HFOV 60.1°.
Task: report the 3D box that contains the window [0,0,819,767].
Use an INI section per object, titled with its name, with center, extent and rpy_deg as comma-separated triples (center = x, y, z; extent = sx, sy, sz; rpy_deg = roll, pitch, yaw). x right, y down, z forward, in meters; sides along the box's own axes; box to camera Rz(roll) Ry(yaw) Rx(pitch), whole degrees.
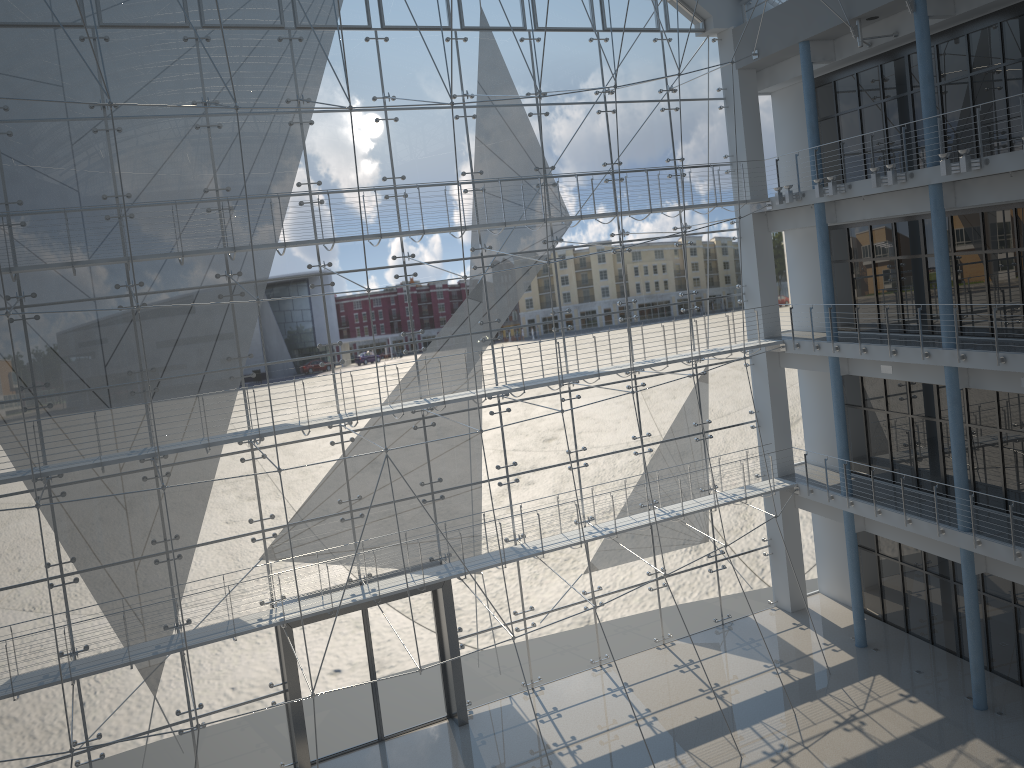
[window]
center = -0.617, -0.248, 2.653
extent = 3.863, 2.761, 0.010
rpy_deg = -9, 4, -24
